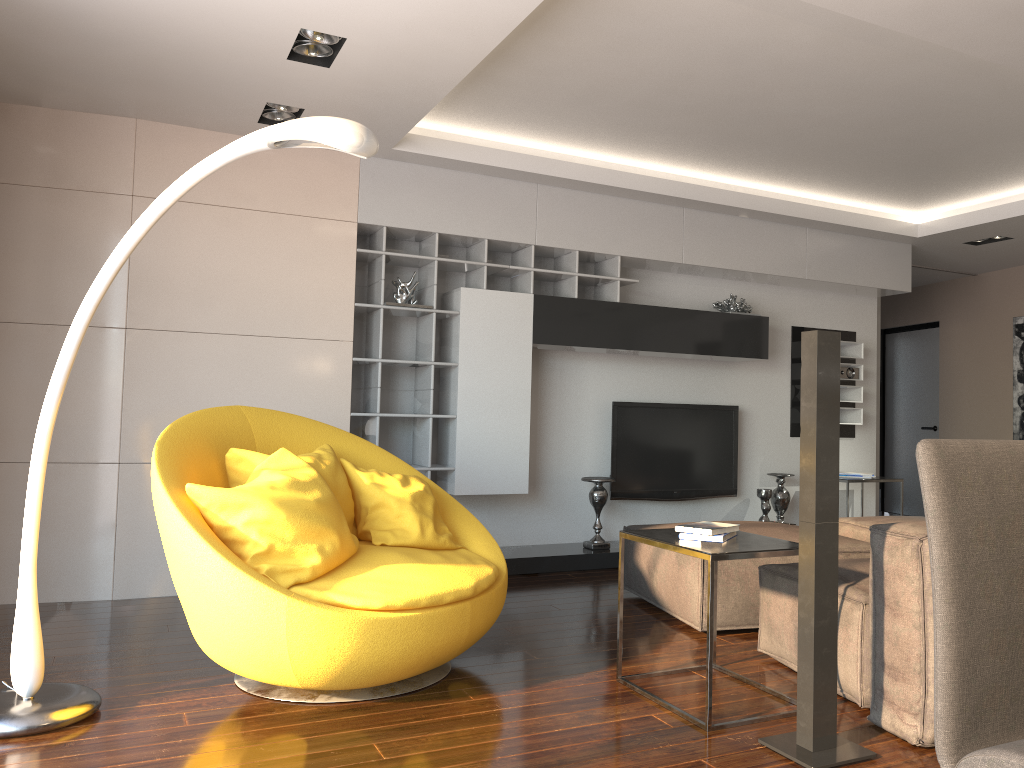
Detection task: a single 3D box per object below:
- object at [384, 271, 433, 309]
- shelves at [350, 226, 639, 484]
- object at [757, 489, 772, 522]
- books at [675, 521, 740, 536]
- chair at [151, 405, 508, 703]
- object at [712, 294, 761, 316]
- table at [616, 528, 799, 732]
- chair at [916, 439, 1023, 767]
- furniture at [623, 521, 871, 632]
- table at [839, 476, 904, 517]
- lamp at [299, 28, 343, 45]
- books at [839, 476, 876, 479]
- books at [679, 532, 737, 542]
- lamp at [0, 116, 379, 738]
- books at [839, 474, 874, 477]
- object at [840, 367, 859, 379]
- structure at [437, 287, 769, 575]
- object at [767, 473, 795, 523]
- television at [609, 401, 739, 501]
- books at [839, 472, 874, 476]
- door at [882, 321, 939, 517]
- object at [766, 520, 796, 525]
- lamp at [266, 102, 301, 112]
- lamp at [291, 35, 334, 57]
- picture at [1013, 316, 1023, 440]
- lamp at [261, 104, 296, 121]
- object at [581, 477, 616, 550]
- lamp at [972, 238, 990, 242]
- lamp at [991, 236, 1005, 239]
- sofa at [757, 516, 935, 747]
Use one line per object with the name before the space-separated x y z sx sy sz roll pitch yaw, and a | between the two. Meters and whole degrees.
object | -0.664 -0.572 5.399 0.297 0.227 0.272 3 -3 -26
shelves | -0.104 -0.102 5.733 2.009 1.601 0.362 3 -3 -27
object | 1.907 0.982 6.648 0.129 0.372 0.117 3 -3 -31
books | 0.714 0.525 3.207 0.147 0.022 0.216 0 -3 41
chair | -0.641 0.595 3.412 1.082 1.006 1.590 0 -3 31
object | 1.683 -0.594 6.684 0.337 0.177 0.309 3 -3 -26
table | 0.725 0.841 3.178 0.470 0.563 0.574 3 -3 -25
chair | 0.987 0.581 1.407 0.447 0.965 0.547 3 -3 -25
furniture | 1.255 0.964 4.670 1.131 0.440 1.060 2 -2 -16
table | 2.762 1.032 7.081 0.628 0.563 0.430 3 -3 -26
lamp | -0.785 -1.447 3.601 0.179 0.077 0.174 2 -2 -7
books | 2.749 0.745 7.091 0.305 0.011 0.264 0 -2 28
books | 0.720 0.549 3.219 0.156 0.023 0.241 0 -2 25
lamp | -2.016 0.175 3.430 4.009 1.780 0.613 -1 -4 43
books | 2.755 0.734 7.100 0.309 0.011 0.260 1 -2 18
object | 2.677 -0.092 7.198 0.377 0.094 0.069 2 -3 -27
structure | 0.946 0.344 6.205 3.015 1.767 0.459 3 -3 -27
object | 2.080 0.938 6.825 0.229 0.482 0.209 3 -3 -31
television | 1.187 0.503 6.510 1.151 0.715 0.138 3 -3 -27
books | 2.751 0.724 7.107 0.307 0.011 0.262 0 -2 23
door | 4.403 0.399 9.658 0.158 2.094 0.971 2 -3 -13
object | 1.511 0.780 4.943 0.053 0.015 0.199 2 -2 -24
lamp | -1.156 -1.425 4.448 0.179 0.077 0.174 2 -2 -7
lamp | -0.854 -1.443 3.759 0.182 0.077 0.172 2 -2 -14
picture | 4.767 -0.051 7.848 0.030 1.166 0.729 2 -3 -13
lamp | -1.225 -1.421 4.606 0.182 0.077 0.172 2 -2 -14
object | 0.583 0.873 5.961 0.251 0.475 0.227 3 -3 -33
lamp | 3.830 -1.205 7.221 0.183 0.077 0.170 2 -2 -20
lamp | 3.899 -1.209 7.063 0.185 0.077 0.168 3 -3 -31
sofa | 2.155 0.843 4.321 2.563 0.704 2.650 2 -2 -15
